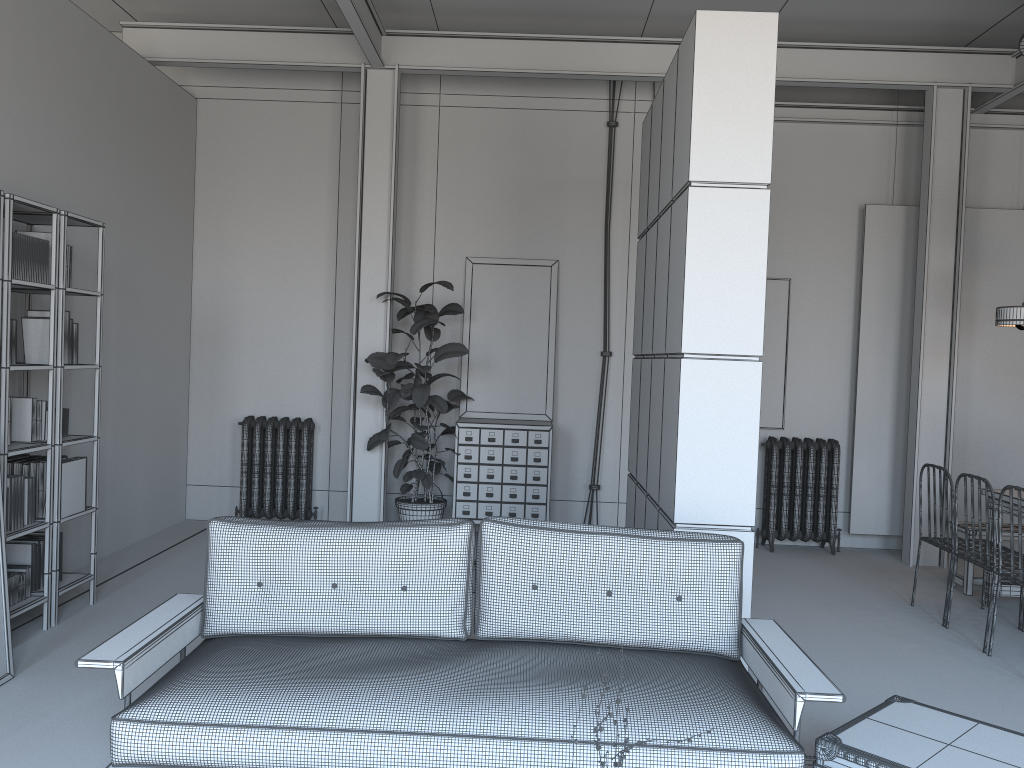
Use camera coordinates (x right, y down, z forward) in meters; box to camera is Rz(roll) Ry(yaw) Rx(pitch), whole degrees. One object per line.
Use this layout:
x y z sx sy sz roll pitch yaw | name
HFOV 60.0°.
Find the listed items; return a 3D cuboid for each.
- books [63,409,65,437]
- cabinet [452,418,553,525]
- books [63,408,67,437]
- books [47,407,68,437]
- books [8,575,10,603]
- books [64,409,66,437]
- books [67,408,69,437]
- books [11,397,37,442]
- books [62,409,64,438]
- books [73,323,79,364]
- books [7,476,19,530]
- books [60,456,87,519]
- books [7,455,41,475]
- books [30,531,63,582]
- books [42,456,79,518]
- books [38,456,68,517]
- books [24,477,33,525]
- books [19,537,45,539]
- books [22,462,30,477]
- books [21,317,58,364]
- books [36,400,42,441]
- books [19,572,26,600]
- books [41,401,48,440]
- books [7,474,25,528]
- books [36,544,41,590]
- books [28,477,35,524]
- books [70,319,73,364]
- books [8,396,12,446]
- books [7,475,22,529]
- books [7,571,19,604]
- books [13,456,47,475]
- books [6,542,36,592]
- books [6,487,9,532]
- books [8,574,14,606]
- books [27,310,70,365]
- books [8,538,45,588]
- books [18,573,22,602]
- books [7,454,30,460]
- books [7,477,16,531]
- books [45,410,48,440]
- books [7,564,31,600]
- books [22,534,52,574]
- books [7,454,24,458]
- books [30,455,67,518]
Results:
-2.649 0.227 5.115 0.134 0.177 0.012 2 2 1 | books
-0.077 0.831 7.563 0.796 1.026 0.668 2 2 1 | cabinet
-2.648 0.226 5.138 0.134 0.177 0.012 2 2 1 | books
-2.648 0.226 5.150 0.134 0.177 0.012 2 2 1 | books
-2.703 1.063 4.542 0.242 0.176 0.040 2 2 1 | books
-2.648 0.227 5.127 0.134 0.177 0.012 2 2 1 | books
-2.648 0.226 5.161 0.134 0.177 0.012 2 2 1 | books
-2.699 0.194 4.855 0.170 0.245 0.043 2 2 1 | books
-2.649 0.227 5.103 0.134 0.177 0.012 2 2 1 | books
-2.599 -0.234 5.125 0.180 0.244 0.057 2 2 1 | books
-2.636 0.610 4.553 0.202 0.278 0.027 2 2 1 | books
-2.493 0.589 5.025 0.033 0.326 0.303 2 2 1 | books
-2.778 0.579 5.035 0.068 0.318 0.319 2 2 1 | books
-2.693 0.997 5.101 0.217 0.295 0.030 2 2 1 | books
-2.544 0.589 5.025 0.068 0.327 0.303 2 2 2 | books
-2.592 0.585 5.015 0.027 0.326 0.272 2 2 1 | books
-2.631 0.621 4.699 0.184 0.254 0.025 2 2 1 | books
-2.709 1.005 5.002 0.192 0.279 0.047 2 2 1 | books
-2.668 0.586 5.037 0.040 0.312 0.343 2 2 1 | books
-2.585 -0.236 4.878 0.195 0.268 0.084 2 2 2 | books
-2.694 0.200 4.910 0.162 0.229 0.053 2 2 9 | books
-2.701 1.068 4.691 0.241 0.158 0.033 2 2 1 | books
-2.687 0.203 4.953 0.176 0.232 0.015 2 2 1 | books
-2.634 0.609 4.608 0.202 0.278 0.027 2 2 1 | books
-2.712 1.017 4.909 0.196 0.262 0.040 2 2 1 | books
-2.632 0.620 4.724 0.184 0.254 0.025 2 2 1 | books
-2.603 -0.242 5.043 0.195 0.266 0.091 2 2 1 | books
-2.702 0.192 4.577 0.193 0.265 0.091 2 2 1 | books
-2.634 0.610 4.581 0.202 0.278 0.027 2 2 1 | books
-2.701 1.061 4.622 0.242 0.176 0.040 2 2 1 | books
-2.716 0.581 5.034 0.056 0.315 0.317 2 2 1 | books
-2.712 1.010 4.874 0.192 0.277 0.030 2 2 1 | books
-2.637 0.636 4.501 0.165 0.227 0.022 2 2 1 | books
-2.702 1.063 4.582 0.242 0.176 0.040 2 2 1 | books
-2.584 -0.260 4.952 0.224 0.304 0.071 2 2 1 | books
-2.710 1.007 4.954 0.195 0.279 0.049 2 2 1 | books
-2.702 1.069 4.658 0.241 0.158 0.033 2 2 1 | books
-2.830 0.576 5.031 0.033 0.326 0.303 2 2 1 | books
-2.635 0.611 4.526 0.202 0.278 0.027 2 2 1 | books
-2.652 0.231 4.965 0.134 0.177 0.012 2 2 1 | books
-2.713 1.054 4.733 0.271 0.184 0.047 2 2 1 | books
-2.701 1.003 5.055 0.207 0.283 0.061 2 2 1 | books
-2.864 0.575 5.031 0.033 0.326 0.303 2 2 1 | books
-2.630 0.582 5.036 0.037 0.322 0.333 2 2 1 | books
